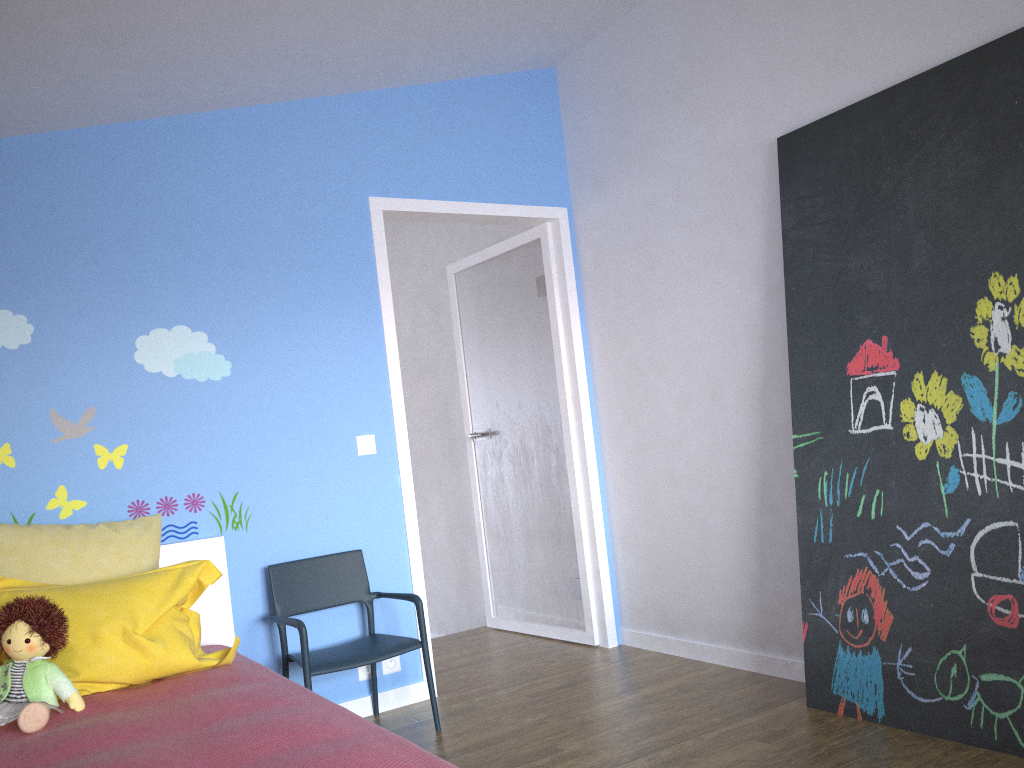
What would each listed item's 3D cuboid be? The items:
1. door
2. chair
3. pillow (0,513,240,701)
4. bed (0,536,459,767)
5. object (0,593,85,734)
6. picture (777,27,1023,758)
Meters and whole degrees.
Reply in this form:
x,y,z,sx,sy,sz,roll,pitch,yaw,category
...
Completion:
x,y,z,sx,sy,sz,roll,pitch,yaw,category
-0.311,0.294,4.414,1.030,2.126,1.002,-6,-2,-32,door
-0.624,0.988,3.306,0.511,0.674,0.418,-5,-2,-36,chair
-1.534,0.671,2.554,1.342,0.531,0.682,-4,-3,-31,pillow
-1.070,0.877,1.897,1.922,0.810,2.327,-4,-4,-32,bed
-1.256,0.714,2.251,0.286,0.341,0.251,-7,-2,2,object
1.246,0.062,2.734,0.207,2.017,0.961,-6,-1,-32,picture
